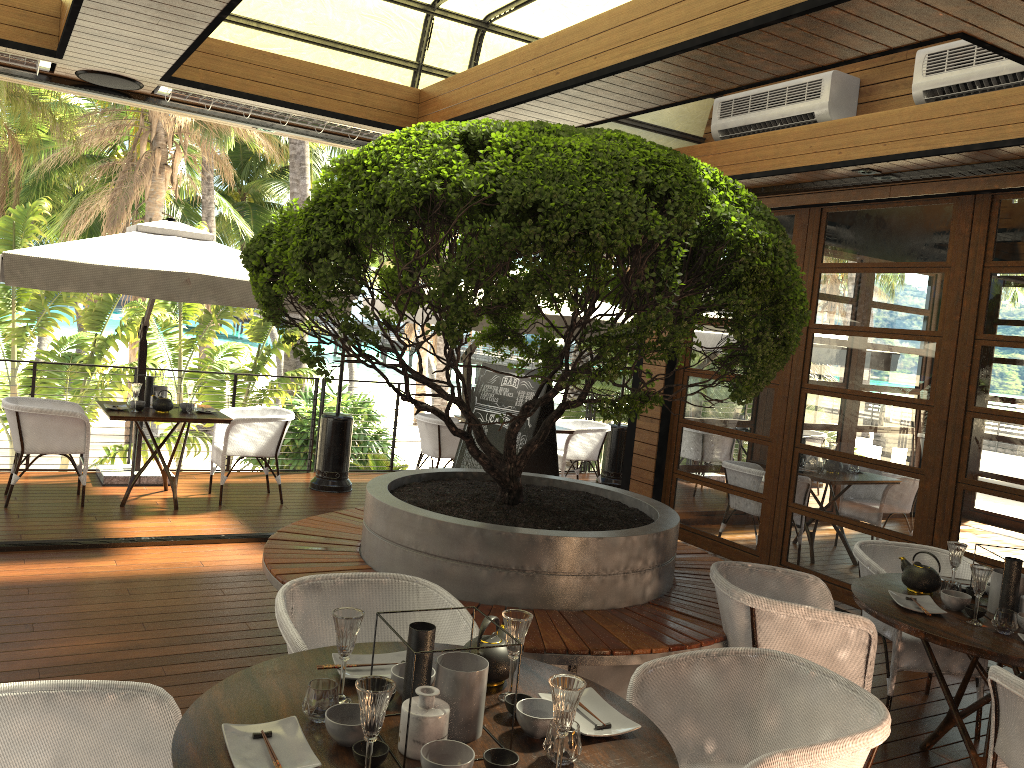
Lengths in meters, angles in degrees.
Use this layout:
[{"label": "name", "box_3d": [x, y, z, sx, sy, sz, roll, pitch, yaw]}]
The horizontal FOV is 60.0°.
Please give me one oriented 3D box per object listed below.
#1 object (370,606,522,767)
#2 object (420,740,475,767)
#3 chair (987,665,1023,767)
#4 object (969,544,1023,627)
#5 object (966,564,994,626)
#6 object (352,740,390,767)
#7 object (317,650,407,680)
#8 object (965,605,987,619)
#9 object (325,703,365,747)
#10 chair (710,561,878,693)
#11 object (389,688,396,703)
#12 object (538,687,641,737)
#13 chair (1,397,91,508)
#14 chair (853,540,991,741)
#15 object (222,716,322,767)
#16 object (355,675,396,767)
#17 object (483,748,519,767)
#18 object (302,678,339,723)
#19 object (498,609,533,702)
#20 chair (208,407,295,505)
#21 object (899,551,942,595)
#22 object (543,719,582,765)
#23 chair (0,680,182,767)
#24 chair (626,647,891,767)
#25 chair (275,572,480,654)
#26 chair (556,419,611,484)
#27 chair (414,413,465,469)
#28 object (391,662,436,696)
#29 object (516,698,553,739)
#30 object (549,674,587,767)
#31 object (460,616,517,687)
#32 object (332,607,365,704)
[{"label": "object", "box_3d": [-0.164, 0.701, 2.082, 0.263, 0.264, 0.264, 4, 4, -27]}, {"label": "object", "box_3d": [-0.140, 0.815, 1.887, 0.116, 0.065, 0.116, 5, 4, -18]}, {"label": "chair", "box_3d": [1.895, 1.352, 2.823, 0.627, 0.787, 0.617, 6, 3, 0]}, {"label": "object", "box_3d": [2.070, 0.827, 3.623, 0.263, 0.264, 0.264, 6, 3, 4]}, {"label": "object", "box_3d": [1.826, 0.827, 3.474, 0.082, 0.227, 0.082, 6, 3, 10]}, {"label": "object", "box_3d": [-0.307, 0.808, 1.920, 0.080, 0.042, 0.080, 7, 4, 24]}, {"label": "object", "box_3d": [-0.386, 0.775, 2.426, 0.294, 0.025, 0.170, 4, 4, -22]}, {"label": "object", "box_3d": [1.861, 0.921, 3.563, 0.080, 0.042, 0.080, 8, 4, 38]}, {"label": "object", "box_3d": [-0.370, 0.783, 2.020, 0.116, 0.065, 0.116, 5, 3, -6]}, {"label": "chair", "box_3d": [1.118, 1.213, 3.734, 0.617, 0.787, 0.628, 6, 3, 0]}, {"label": "object", "box_3d": [-0.332, 0.785, 2.224, 0.080, 0.042, 0.080, 8, 4, 36]}, {"label": "object", "box_3d": [0.182, 0.842, 2.294, 0.170, 0.025, 0.295, 4, 4, -27]}, {"label": "chair", "box_3d": [-3.647, 0.523, 6.903, 0.616, 0.787, 0.628, 4, 4, -30]}, {"label": "chair", "box_3d": [2.029, 1.257, 4.480, 0.627, 0.787, 0.617, 6, 3, 0]}, {"label": "object", "box_3d": [-0.515, 0.796, 1.904, 0.170, 0.025, 0.295, 4, 4, -27]}, {"label": "object", "box_3d": [-0.288, 0.721, 1.808, 0.082, 0.227, 0.082, 4, 3, -26]}, {"label": "object", "box_3d": [-0.026, 0.835, 1.940, 0.080, 0.042, 0.080, 8, 4, 36]}, {"label": "object", "box_3d": [-0.455, 0.757, 2.115, 0.086, 0.086, 0.086, 7, 3, 22]}, {"label": "object", "box_3d": [0.004, 0.716, 2.332, 0.082, 0.227, 0.082, 4, 3, -38]}, {"label": "chair", "box_3d": [-2.255, 0.611, 7.711, 0.616, 0.787, 0.628, 4, 4, -30]}, {"label": "object", "box_3d": [1.807, 0.824, 3.907, 0.163, 0.178, 0.168, 6, 3, 7]}, {"label": "object", "box_3d": [0.117, 0.821, 2.030, 0.086, 0.086, 0.086, 7, 3, 22]}, {"label": "chair", "box_3d": [-1.008, 1.118, 1.885, 0.616, 0.787, 0.628, 4, 3, -25]}, {"label": "chair", "box_3d": [0.680, 1.246, 2.551, 0.616, 0.787, 0.628, 4, 3, -25]}, {"label": "chair", "box_3d": [-0.494, 1.101, 2.947, 0.627, 0.787, 0.617, 4, 3, -25]}, {"label": "chair", "box_3d": [0.679, 0.795, 9.475, 0.616, 0.787, 0.628, 4, 4, -30]}, {"label": "chair", "box_3d": [-0.663, 0.709, 8.697, 0.616, 0.787, 0.628, 4, 4, -30]}, {"label": "object", "box_3d": [-0.259, 0.776, 2.302, 0.116, 0.065, 0.116, 5, 4, -18]}, {"label": "object", "box_3d": [0.064, 0.819, 2.154, 0.116, 0.065, 0.116, 5, 3, -6]}, {"label": "object", "box_3d": [0.109, 0.754, 1.920, 0.082, 0.227, 0.082, 5, 3, -21]}, {"label": "object", "box_3d": [-0.064, 0.728, 2.455, 0.163, 0.178, 0.168, 5, 3, -20]}, {"label": "object", "box_3d": [-0.418, 0.681, 2.213, 0.082, 0.227, 0.082, 5, 3, -21]}]
